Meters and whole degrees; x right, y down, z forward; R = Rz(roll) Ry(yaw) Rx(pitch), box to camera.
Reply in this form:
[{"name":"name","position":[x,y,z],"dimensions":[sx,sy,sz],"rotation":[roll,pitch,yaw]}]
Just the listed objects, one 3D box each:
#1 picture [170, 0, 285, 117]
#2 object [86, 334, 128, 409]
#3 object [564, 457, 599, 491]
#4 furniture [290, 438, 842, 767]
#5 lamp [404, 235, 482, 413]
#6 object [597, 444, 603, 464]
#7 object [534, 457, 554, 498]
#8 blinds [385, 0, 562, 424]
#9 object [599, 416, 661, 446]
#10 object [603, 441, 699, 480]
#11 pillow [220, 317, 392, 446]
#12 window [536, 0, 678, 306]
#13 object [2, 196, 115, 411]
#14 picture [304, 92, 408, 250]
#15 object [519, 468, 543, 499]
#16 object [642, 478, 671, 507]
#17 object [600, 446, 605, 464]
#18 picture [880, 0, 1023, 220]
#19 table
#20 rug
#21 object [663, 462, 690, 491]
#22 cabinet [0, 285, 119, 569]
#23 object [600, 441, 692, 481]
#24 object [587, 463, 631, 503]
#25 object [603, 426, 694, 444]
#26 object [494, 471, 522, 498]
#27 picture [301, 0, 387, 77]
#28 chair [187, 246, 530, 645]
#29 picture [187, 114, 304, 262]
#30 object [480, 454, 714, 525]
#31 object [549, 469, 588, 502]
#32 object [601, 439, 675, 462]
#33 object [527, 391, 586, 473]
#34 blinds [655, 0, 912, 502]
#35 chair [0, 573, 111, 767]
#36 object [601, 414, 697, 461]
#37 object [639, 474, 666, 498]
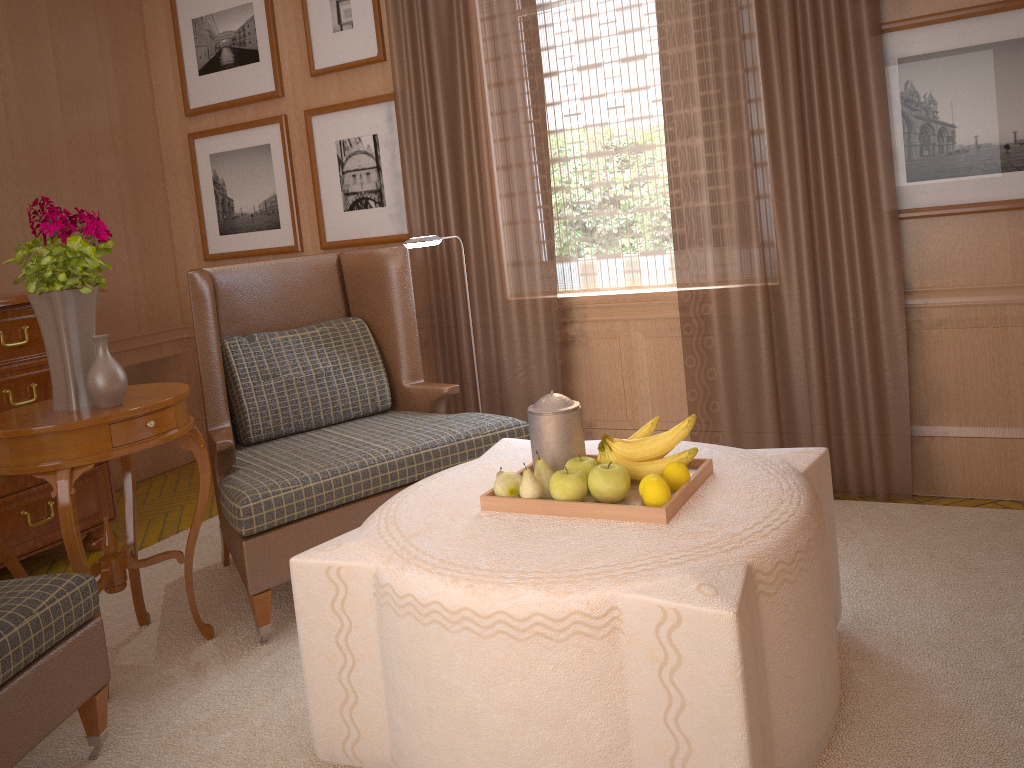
[{"name":"picture","position":[-2.680,-3.203,8.197],"dimensions":[1.246,1.238,0.048],"rotation":[-2,5,29]},{"name":"object","position":[-2.025,-0.065,4.385],"dimensions":[0.187,0.355,0.186],"rotation":[-9,6,-27]},{"name":"object","position":[0.295,0.381,3.703],"dimensions":[0.155,0.133,0.161],"rotation":[-1,9,33]},{"name":"furniture","position":[0.349,0.896,3.795],"dimensions":[1.945,0.891,1.983],"rotation":[-2,11,26]},{"name":"lamp","position":[-0.358,-0.009,5.982],"dimensions":[0.565,2.009,0.634],"rotation":[-7,5,-9]},{"name":"object","position":[0.485,0.302,3.837],"dimensions":[0.071,0.184,0.397],"rotation":[-2,10,43]},{"name":"object","position":[0.137,0.398,3.695],"dimensions":[0.131,0.195,0.130],"rotation":[-9,7,-25]},{"name":"blinds","position":[-0.293,-1.584,6.972],"dimensions":[1.424,4.760,0.269],"rotation":[-4,5,30]},{"name":"object","position":[0.491,0.252,3.824],"dimensions":[0.380,0.158,0.104],"rotation":[-14,9,-37]},{"name":"object","position":[0.577,0.308,3.650],"dimensions":[0.396,0.171,0.073],"rotation":[-5,5,5]},{"name":"pillow","position":[-1.438,-0.044,6.063],"dimensions":[1.085,0.701,0.539],"rotation":[-13,9,-36]},{"name":"window","position":[0.914,-2.362,6.827],"dimensions":[2.426,3.350,0.857],"rotation":[-3,5,29]},{"name":"object","position":[-2.238,-0.426,4.466],"dimensions":[0.523,1.080,0.462],"rotation":[-4,6,27]},{"name":"picture","position":[-1.320,-1.823,7.629],"dimensions":[1.047,1.239,0.048],"rotation":[-2,5,29]},{"name":"object","position":[0.075,0.409,3.594],"dimensions":[0.098,0.147,0.098],"rotation":[-9,7,-25]},{"name":"object","position":[0.555,0.427,3.379],"dimensions":[0.108,0.132,0.115],"rotation":[-8,7,-14]},{"name":"object","position":[0.534,0.305,3.796],"dimensions":[0.398,0.180,0.062],"rotation":[-12,7,-32]},{"name":"picture","position":[2.812,-1.667,5.385],"dimensions":[1.246,1.238,0.048],"rotation":[-2,5,29]},{"name":"table","position":[-2.109,0.779,4.578],"dimensions":[0.923,1.360,1.053],"rotation":[-2,8,36]},{"name":"rug","position":[-1.027,1.646,3.087],"dimensions":[5.981,0.020,8.089],"rotation":[0,12,29]},{"name":"object","position":[0.671,0.381,3.581],"dimensions":[0.108,0.132,0.115],"rotation":[-8,7,-14]},{"name":"cabinet","position":[-4.177,0.520,5.710],"dimensions":[1.412,1.924,2.811],"rotation":[-3,9,29]},{"name":"object","position":[0.569,0.312,3.707],"dimensions":[0.385,0.198,0.062],"rotation":[-7,5,-6]},{"name":"object","position":[0.389,0.399,3.527],"dimensions":[0.173,0.146,0.171],"rotation":[-8,8,-15]},{"name":"object","position":[0.578,0.236,3.771],"dimensions":[0.409,0.127,0.092],"rotation":[-8,7,-12]},{"name":"object","position":[-0.028,0.429,3.691],"dimensions":[0.134,0.127,0.194],"rotation":[-13,11,-40]},{"name":"picture","position":[-1.467,-3.177,7.536],"dimensions":[0.803,0.950,0.048],"rotation":[-2,5,29]},{"name":"chair","position":[-1.164,0.155,5.720],"dimensions":[1.930,1.956,1.724],"rotation":[-11,9,-36]},{"name":"picture","position":[-2.529,-1.819,8.292],"dimensions":[1.246,1.238,0.048],"rotation":[-2,5,29]},{"name":"object","position":[0.370,0.424,3.726],"dimensions":[0.798,0.059,0.649],"rotation":[0,12,29]},{"name":"object","position":[0.229,0.418,3.546],"dimensions":[0.155,0.133,0.161],"rotation":[-1,9,33]},{"name":"object","position":[0.563,0.263,3.727],"dimensions":[0.376,0.171,0.065],"rotation":[-7,5,-5]},{"name":"object","position":[0.197,0.223,3.882],"dimensions":[0.234,0.389,0.237],"rotation":[-7,6,-4]},{"name":"blinds","position":[1.741,-1.597,5.858],"dimensions":[1.442,4.749,0.270],"rotation":[-4,5,28]},{"name":"chair","position":[-2.694,0.867,2.849],"dimensions":[1.718,1.956,1.936],"rotation":[-6,7,4]},{"name":"object","position":[0.573,0.229,3.657],"dimensions":[0.403,0.168,0.071],"rotation":[-5,5,6]},{"name":"object","position":[0.558,0.414,3.475],"dimensions":[0.111,0.109,0.136],"rotation":[-2,9,32]}]
